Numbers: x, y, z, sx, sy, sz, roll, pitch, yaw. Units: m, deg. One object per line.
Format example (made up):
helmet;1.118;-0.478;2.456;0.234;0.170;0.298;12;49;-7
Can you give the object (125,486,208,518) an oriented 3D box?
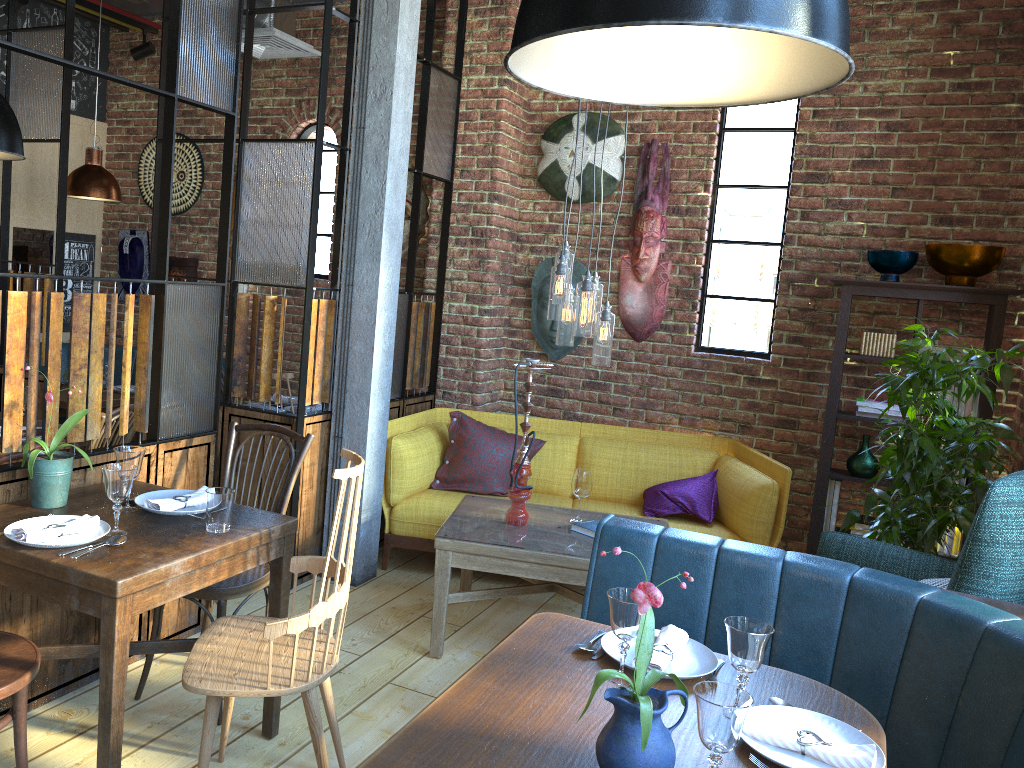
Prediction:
object;-1.072;0.365;2.804;0.338;0.051;0.259;8;7;27

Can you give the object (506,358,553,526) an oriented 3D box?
object;0.041;0.248;3.674;0.173;0.703;0.254;6;6;14

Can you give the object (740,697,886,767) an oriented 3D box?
object;0.578;0.683;1.716;0.280;0.051;0.312;8;7;27

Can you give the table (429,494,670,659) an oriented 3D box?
table;0.179;0.858;3.768;0.952;0.507;0.739;6;6;9

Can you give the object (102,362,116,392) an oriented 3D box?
object;-2.677;-0.046;5.828;0.099;0.191;0.098;5;6;4

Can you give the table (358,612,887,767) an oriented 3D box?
table;0.144;1.030;1.512;0.854;0.660;1.486;7;7;23

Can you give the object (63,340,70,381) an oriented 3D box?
object;-2.671;-0.122;5.456;0.148;0.426;0.201;5;6;1

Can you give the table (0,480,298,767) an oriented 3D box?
table;-1.193;0.763;2.659;0.779;0.726;0.724;7;6;24

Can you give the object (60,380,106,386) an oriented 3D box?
object;-2.931;-0.018;6.042;0.314;0.051;0.279;2;7;-22

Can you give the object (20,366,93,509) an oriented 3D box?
object;-1.399;0.161;2.705;0.199;0.426;0.145;2;6;-32

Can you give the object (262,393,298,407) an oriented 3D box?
object;-1.292;0.091;5.103;0.280;0.051;0.312;8;7;27

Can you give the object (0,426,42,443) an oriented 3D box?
object;-1.999;0.198;3.645;0.280;0.051;0.312;8;7;27

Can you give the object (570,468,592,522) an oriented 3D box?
object;0.300;0.488;3.848;0.087;0.228;0.094;2;6;-28

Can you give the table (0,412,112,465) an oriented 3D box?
table;-2.305;0.571;3.586;0.755;0.726;0.994;7;7;23

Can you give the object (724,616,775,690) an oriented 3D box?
object;0.480;0.591;1.825;0.094;0.191;0.103;1;7;-37

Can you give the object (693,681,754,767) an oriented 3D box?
object;0.348;0.618;1.496;0.094;0.191;0.103;1;7;-37

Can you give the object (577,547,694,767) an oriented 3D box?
object;0.233;0.486;1.527;0.143;0.430;0.208;10;7;42

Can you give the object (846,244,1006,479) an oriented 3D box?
object;1.926;0.206;4.295;0.629;1.758;0.317;7;6;19

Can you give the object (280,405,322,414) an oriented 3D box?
object;-1.095;0.140;4.801;0.338;0.051;0.259;8;7;27

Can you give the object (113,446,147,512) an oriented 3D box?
object;-1.183;0.294;2.720;0.098;0.191;0.098;5;6;-1

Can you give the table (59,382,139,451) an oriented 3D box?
table;-2.839;0.344;5.810;0.772;0.602;0.717;7;6;24

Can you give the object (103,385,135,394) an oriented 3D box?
object;-2.567;0.025;5.911;0.338;0.051;0.259;8;7;27

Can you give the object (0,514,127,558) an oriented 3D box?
object;-1.226;0.397;2.402;0.338;0.051;0.259;8;7;27

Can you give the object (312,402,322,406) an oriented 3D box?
object;-1.110;0.074;5.066;0.081;0.119;0.088;1;7;-35

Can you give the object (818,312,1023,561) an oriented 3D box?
object;1.650;0.489;3.535;0.731;1.526;0.855;5;6;2

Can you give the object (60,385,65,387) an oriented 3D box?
object;-3.095;0.004;5.729;0.280;0.051;0.312;8;7;27

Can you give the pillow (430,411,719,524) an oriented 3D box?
pillow;0.340;0.433;4.730;1.530;0.453;0.392;6;6;14

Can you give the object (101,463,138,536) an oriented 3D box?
object;-1.109;0.327;2.479;0.096;0.191;0.101;3;6;-19

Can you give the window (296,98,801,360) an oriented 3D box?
window;0.994;-0.686;2.345;3.382;2.425;8.689;3;6;-12

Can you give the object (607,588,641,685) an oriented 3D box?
object;0.250;0.560;1.946;0.094;0.191;0.103;1;7;-37

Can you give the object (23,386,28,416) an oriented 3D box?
object;-2.090;0.108;3.753;0.094;0.191;0.103;0;7;-41

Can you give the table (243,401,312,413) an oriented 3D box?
table;-1.102;0.502;5.068;0.779;0.726;0.724;7;6;24

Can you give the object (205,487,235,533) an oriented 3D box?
object;-0.860;0.370;2.585;0.086;0.119;0.082;6;6;13

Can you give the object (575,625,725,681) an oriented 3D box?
object;0.329;0.623;2.079;0.338;0.051;0.259;8;7;27
